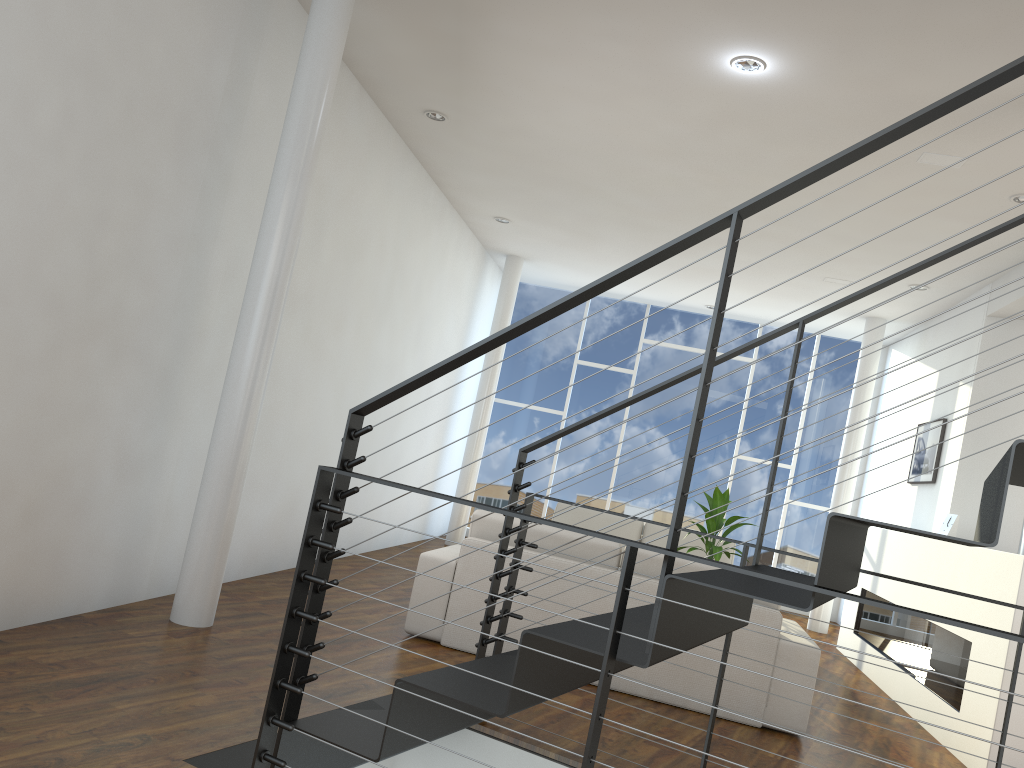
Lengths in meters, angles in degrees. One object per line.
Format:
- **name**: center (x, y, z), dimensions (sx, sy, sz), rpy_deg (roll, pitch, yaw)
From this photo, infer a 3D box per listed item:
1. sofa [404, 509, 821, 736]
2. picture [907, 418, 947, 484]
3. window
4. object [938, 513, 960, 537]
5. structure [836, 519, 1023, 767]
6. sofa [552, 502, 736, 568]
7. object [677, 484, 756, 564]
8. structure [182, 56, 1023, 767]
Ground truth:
- **sofa**: center (0.451, 0.943, 3.852), dimensions (1.609, 0.565, 0.804), rpy_deg (11, -4, 12)
- **picture**: center (2.734, 0.452, 5.853), dimensions (0.020, 0.415, 0.576), rpy_deg (11, -4, 11)
- **window**: center (1.691, -1.019, 8.000), dimensions (3.412, 5.627, 0.090), rpy_deg (11, -3, 10)
- **object**: center (2.341, 0.770, 4.752), dimensions (0.061, 0.151, 0.100), rpy_deg (12, -3, -3)
- **structure**: center (2.540, 0.617, 4.587), dimensions (0.749, 2.203, 2.757), rpy_deg (11, -4, 10)
- **sofa**: center (0.827, 1.191, 5.947), dimensions (1.609, 0.565, 0.804), rpy_deg (11, -4, 12)
- **object**: center (1.107, 0.851, 4.780), dimensions (0.432, 0.600, 0.458), rpy_deg (12, -4, -4)
- **structure**: center (1.493, 0.781, 1.448), dimensions (4.353, 6.288, 1.097), rpy_deg (10, -4, 27)
